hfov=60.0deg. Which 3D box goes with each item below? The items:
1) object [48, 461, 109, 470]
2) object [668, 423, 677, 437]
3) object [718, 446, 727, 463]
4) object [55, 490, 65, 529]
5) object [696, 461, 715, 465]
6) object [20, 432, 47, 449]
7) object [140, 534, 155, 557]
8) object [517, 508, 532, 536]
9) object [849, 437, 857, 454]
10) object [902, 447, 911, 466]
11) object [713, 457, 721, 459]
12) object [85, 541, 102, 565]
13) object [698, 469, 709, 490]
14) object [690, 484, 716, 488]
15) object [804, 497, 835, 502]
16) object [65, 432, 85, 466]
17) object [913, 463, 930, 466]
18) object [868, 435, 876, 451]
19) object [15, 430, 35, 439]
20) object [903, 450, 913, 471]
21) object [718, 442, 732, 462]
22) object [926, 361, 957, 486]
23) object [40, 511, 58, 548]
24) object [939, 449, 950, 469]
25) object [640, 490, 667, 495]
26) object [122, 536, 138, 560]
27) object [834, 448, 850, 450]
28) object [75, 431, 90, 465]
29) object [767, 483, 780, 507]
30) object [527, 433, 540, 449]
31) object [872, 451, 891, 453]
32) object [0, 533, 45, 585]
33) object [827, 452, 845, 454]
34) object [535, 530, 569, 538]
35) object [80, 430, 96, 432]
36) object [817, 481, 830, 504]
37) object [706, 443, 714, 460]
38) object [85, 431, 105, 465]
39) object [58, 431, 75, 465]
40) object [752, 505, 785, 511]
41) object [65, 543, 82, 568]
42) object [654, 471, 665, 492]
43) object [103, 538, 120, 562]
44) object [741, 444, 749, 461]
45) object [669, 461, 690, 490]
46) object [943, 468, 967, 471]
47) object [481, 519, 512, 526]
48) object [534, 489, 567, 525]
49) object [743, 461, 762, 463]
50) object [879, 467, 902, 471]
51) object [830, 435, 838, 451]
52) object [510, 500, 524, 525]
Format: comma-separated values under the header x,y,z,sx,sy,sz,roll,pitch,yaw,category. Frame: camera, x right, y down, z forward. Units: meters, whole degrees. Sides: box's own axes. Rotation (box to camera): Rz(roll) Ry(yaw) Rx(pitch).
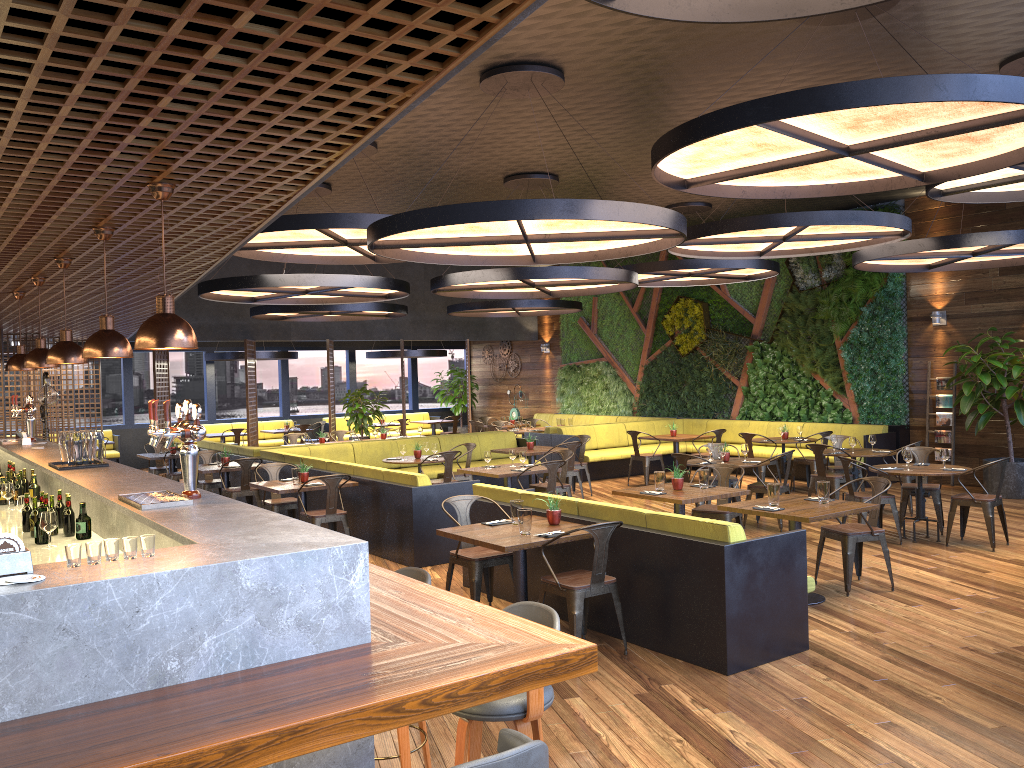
x,y,z,sx,sy,sz,roll,pitch,yaw,category
-2.638,0.489,5.393,0.273,0.019,0.437,-2,1,-35,object
2.684,0.740,14.807,0.260,0.271,0.238,-2,1,4,object
2.484,0.833,10.459,0.097,0.206,0.097,-1,1,27,object
-3.014,0.834,5.915,0.063,0.254,0.063,-2,1,-33,object
2.317,0.931,10.497,0.255,0.019,0.157,-2,1,-37,object
-3.892,0.457,7.301,0.200,0.106,0.766,-2,1,-35,object
-1.031,0.458,2.511,0.042,0.059,0.042,-2,1,-38,object
0.090,0.962,6.179,0.102,0.178,0.102,-2,1,0,object
4.310,0.773,11.218,0.097,0.206,0.097,-1,1,45,object
4.317,0.791,9.704,0.097,0.206,0.097,-1,1,23,object
2.582,0.918,10.992,0.157,0.019,0.255,-2,1,7,object
-1.144,0.462,2.426,0.042,0.059,0.042,-2,1,-38,object
1.788,0.890,8.259,0.102,0.178,0.102,-2,1,-30,object
1.830,0.966,8.429,0.157,0.019,0.255,-2,1,-36,object
2.574,0.958,7.372,0.157,0.019,0.255,-2,1,-36,object
-2.602,0.394,5.280,0.105,0.209,0.105,-2,1,0,object
4.492,0.880,9.733,0.157,0.019,0.255,-1,1,32,object
4.650,0.761,11.441,0.097,0.206,0.097,-2,1,6,object
-4.507,0.470,8.211,0.177,0.091,0.091,-1,1,30,object
4.145,0.801,9.278,0.097,0.206,0.097,-2,1,-30,object
2.549,0.794,10.651,0.260,0.271,0.238,-2,1,4,object
6.602,0.595,13.658,0.210,1.896,0.441,-2,1,-35,object
-2.733,0.857,5.234,0.097,0.206,0.097,-2,1,-4,object
4.571,0.788,9.373,0.097,0.206,0.097,-1,1,42,object
1.269,0.986,8.074,0.157,0.019,0.255,-2,1,-36,object
-1.070,0.460,2.485,0.042,0.059,0.042,-2,1,-38,object
4.382,0.859,11.763,0.157,0.019,0.255,-2,1,7,object
-2.616,0.393,5.403,0.105,0.209,0.105,-2,1,0,object
2.110,0.894,7.149,0.102,0.178,0.102,-1,1,30,object
0.280,0.827,13.102,0.260,0.271,0.238,-2,1,0,object
4.677,0.856,11.270,0.255,0.019,0.157,-1,1,33,object
-1.541,0.454,2.093,0.766,0.106,0.200,-2,1,-35,object
4.142,0.872,11.256,0.255,0.019,0.157,-2,1,-37,object
0.262,1.037,6.140,0.255,0.019,0.157,-2,1,-36,object
-2.647,0.392,5.538,0.105,0.209,0.105,-2,1,0,object
2.531,0.882,7.202,0.102,0.178,0.102,-1,1,30,object
2.434,0.829,10.895,0.097,0.206,0.097,-2,1,-28,object
-2.507,0.391,5.333,0.105,0.209,0.105,-2,1,0,object
-2.737,0.395,5.466,0.105,0.209,0.105,-2,1,0,object
2.012,0.978,7.017,0.157,0.019,0.255,-2,1,-36,object
-1.185,0.464,2.398,0.042,0.059,0.042,-2,1,-38,object
1.367,0.902,8.206,0.102,0.178,0.102,-1,1,20,object
-1.113,0.461,2.467,0.042,0.059,0.042,-2,1,-38,object
2.795,0.822,10.643,0.097,0.206,0.097,-2,1,6,object
1.535,0.851,8.257,0.238,0.271,0.260,-2,1,4,object
4.572,0.884,9.200,0.255,0.019,0.157,-1,1,41,object
-0.094,1.041,6.702,0.255,0.019,0.157,-2,1,-36,object
0.311,0.905,6.581,0.238,0.271,0.260,-2,1,-30,object
2.822,0.918,10.471,0.255,0.019,0.157,-1,1,33,object
4.024,0.897,9.403,0.255,0.019,0.157,-2,1,-4,object
4.234,0.770,11.665,0.097,0.206,0.097,-2,1,-19,object
0.037,0.958,6.600,0.102,0.178,0.102,-1,1,40,object
